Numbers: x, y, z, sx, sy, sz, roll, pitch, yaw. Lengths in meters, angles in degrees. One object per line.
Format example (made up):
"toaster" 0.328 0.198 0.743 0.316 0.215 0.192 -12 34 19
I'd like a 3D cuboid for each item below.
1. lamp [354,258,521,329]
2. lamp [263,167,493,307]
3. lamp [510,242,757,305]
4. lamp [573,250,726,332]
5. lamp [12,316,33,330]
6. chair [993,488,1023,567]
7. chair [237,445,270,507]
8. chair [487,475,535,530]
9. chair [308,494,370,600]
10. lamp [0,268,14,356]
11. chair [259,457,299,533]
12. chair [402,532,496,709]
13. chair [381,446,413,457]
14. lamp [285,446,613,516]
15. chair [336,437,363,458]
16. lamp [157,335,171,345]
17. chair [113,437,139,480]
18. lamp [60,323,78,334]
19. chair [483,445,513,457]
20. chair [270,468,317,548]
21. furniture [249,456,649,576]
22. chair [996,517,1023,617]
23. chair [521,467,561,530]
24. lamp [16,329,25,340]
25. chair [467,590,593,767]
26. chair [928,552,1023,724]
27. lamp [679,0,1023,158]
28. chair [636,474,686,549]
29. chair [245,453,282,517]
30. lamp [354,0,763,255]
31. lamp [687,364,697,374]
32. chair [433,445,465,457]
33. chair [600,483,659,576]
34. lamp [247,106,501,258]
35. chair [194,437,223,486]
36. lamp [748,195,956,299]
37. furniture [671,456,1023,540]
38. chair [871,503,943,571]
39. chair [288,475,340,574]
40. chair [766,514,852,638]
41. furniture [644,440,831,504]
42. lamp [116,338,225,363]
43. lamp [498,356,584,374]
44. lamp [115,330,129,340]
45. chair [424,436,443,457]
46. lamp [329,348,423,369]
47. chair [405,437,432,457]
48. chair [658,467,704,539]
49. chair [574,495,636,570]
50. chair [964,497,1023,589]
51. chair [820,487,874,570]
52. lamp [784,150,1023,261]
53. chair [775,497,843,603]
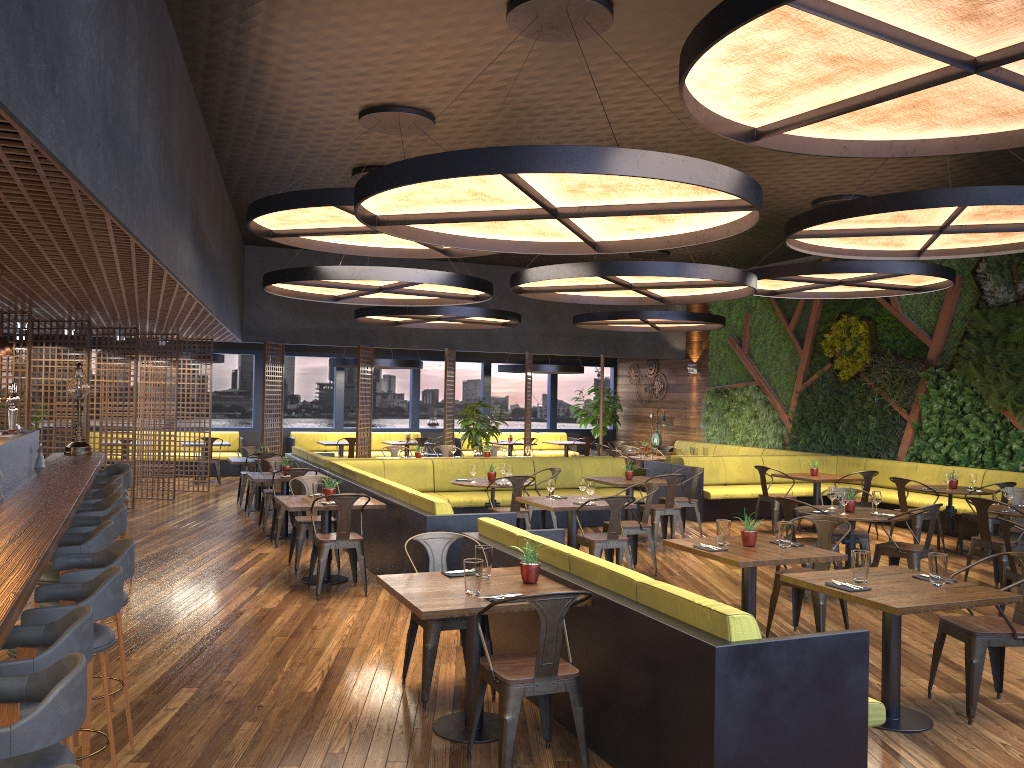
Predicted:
"lamp" -1.222 -1.766 14.898 2.778 1.475 2.778 1 -1 -22
"lamp" -1.607 -1.832 10.904 2.778 1.475 2.778 1 -1 -19
"lamp" 1.381 -1.783 10.170 2.778 1.475 2.778 1 -1 27
"lamp" 2.526 -1.746 16.367 2.778 1.362 2.778 1 -1 32
"lamp" -6.419 -0.803 11.620 0.228 0.172 0.228 1 -1 -23
"chair" 5.306 1.563 9.224 0.504 0.917 0.541 1 -1 17
"chair" -4.090 1.447 14.029 0.504 0.917 0.541 1 -1 -22
"chair" -0.027 1.469 10.066 0.504 0.917 0.541 1 -1 -22
"chair" -1.542 1.408 7.905 0.504 0.917 0.541 1 -1 -22
"lamp" -4.023 -0.563 6.923 0.250 0.673 0.250 1 -1 10
"chair" -3.039 1.431 11.555 0.504 0.917 0.541 1 -1 -22
"chair" -0.391 1.394 5.369 0.504 0.917 0.541 1 -1 -22
"chair" -1.914 1.501 14.781 0.504 0.917 0.541 1 -1 -22
"lamp" -3.129 0.554 13.013 9.057 2.714 3.017 1 -1 -22
"chair" -3.266 1.518 17.794 0.504 0.917 0.541 1 -1 -22
"lamp" -5.972 -0.742 15.194 0.228 0.172 0.228 1 -1 -23
"chair" -7.064 1.420 16.219 0.504 0.917 0.541 1 -1 -22
"lamp" -6.381 -0.785 12.770 0.228 0.172 0.228 1 -1 -23
"chair" -0.245 1.544 15.473 0.504 0.917 0.541 1 -1 -22
"chair" -2.562 1.424 10.403 0.504 0.917 0.541 1 -1 -22
"furniture" -0.224 1.491 11.606 4.895 0.914 7.462 2 -1 -27
"chair" 4.061 1.504 6.877 0.541 0.917 0.504 1 -1 8
"chair" 0.317 1.488 10.880 0.541 0.917 0.504 1 -1 -22
"lamp" -7.867 -0.794 14.191 0.228 0.172 0.228 1 -1 -23
"chair" 0.093 1.386 4.202 0.504 0.917 0.541 1 -1 -22
"chair" 2.820 1.455 5.208 0.541 0.917 0.504 1 -1 -4
"lamp" 2.221 -2.030 4.239 2.778 1.159 2.778 1 -1 13
"chair" 1.788 1.513 10.605 0.504 0.917 0.541 1 -1 -22
"chair" -3.620 1.440 12.896 0.504 0.917 0.541 1 -1 -22
"lamp" 0.320 -1.862 6.203 2.778 1.475 2.778 1 -1 32
"lamp" 3.985 -0.341 19.723 0.189 0.215 0.215 1 -1 -23
"chair" -1.077 1.522 15.128 0.504 0.917 0.541 1 -1 -22
"chair" 1.219 1.480 9.107 0.541 0.917 0.504 1 -1 -22
"lamp" -1.140 -2.031 8.715 2.778 1.159 2.778 1 -1 28
"chair" -5.743 1.454 16.767 0.504 0.917 0.541 1 -1 -22
"lamp" 4.422 -1.875 11.928 2.778 1.159 2.778 2 -1 -33
"furniture" 4.876 1.602 12.268 3.372 0.914 4.503 1 -1 -23
"chair" 3.572 1.510 7.993 0.504 0.917 0.541 2 -1 -41
"chair" -2.019 1.415 9.055 0.504 0.917 0.541 1 -1 -22
"chair" 2.245 1.465 6.656 0.504 0.917 0.541 0 -1 45
"furniture" 3.102 1.628 16.551 3.378 0.916 4.755 1 -1 -23
"lamp" -6.634 -1.533 17.331 1.979 2.172 1.979 1 -1 -16
"lamp" 0.683 -1.346 20.366 1.979 2.172 1.979 2 -1 -38
"lamp" -6.161 -0.763 13.973 0.228 0.172 0.228 1 -1 -23
"chair" -1.648 1.570 19.210 0.541 0.917 0.504 1 -1 -22
"lamp" -2.870 -1.436 18.893 1.979 2.172 1.979 1 -1 22
"chair" -1.946 1.552 18.342 0.504 0.917 0.541 1 -1 -22
"chair" 2.183 1.533 11.470 0.541 0.917 0.504 1 -1 -22
"chair" 0.851 1.460 8.197 0.504 0.917 0.541 1 -1 -22
"chair" 4.666 1.540 8.515 0.541 0.917 0.504 1 -1 -22
"chair" 3.351 1.519 8.877 0.504 0.917 0.541 1 -1 17
"lamp" 3.985 -1.937 8.223 2.778 1.159 2.778 0 -1 45
"chair" 2.710 1.496 8.168 0.541 0.917 0.504 1 -1 -22
